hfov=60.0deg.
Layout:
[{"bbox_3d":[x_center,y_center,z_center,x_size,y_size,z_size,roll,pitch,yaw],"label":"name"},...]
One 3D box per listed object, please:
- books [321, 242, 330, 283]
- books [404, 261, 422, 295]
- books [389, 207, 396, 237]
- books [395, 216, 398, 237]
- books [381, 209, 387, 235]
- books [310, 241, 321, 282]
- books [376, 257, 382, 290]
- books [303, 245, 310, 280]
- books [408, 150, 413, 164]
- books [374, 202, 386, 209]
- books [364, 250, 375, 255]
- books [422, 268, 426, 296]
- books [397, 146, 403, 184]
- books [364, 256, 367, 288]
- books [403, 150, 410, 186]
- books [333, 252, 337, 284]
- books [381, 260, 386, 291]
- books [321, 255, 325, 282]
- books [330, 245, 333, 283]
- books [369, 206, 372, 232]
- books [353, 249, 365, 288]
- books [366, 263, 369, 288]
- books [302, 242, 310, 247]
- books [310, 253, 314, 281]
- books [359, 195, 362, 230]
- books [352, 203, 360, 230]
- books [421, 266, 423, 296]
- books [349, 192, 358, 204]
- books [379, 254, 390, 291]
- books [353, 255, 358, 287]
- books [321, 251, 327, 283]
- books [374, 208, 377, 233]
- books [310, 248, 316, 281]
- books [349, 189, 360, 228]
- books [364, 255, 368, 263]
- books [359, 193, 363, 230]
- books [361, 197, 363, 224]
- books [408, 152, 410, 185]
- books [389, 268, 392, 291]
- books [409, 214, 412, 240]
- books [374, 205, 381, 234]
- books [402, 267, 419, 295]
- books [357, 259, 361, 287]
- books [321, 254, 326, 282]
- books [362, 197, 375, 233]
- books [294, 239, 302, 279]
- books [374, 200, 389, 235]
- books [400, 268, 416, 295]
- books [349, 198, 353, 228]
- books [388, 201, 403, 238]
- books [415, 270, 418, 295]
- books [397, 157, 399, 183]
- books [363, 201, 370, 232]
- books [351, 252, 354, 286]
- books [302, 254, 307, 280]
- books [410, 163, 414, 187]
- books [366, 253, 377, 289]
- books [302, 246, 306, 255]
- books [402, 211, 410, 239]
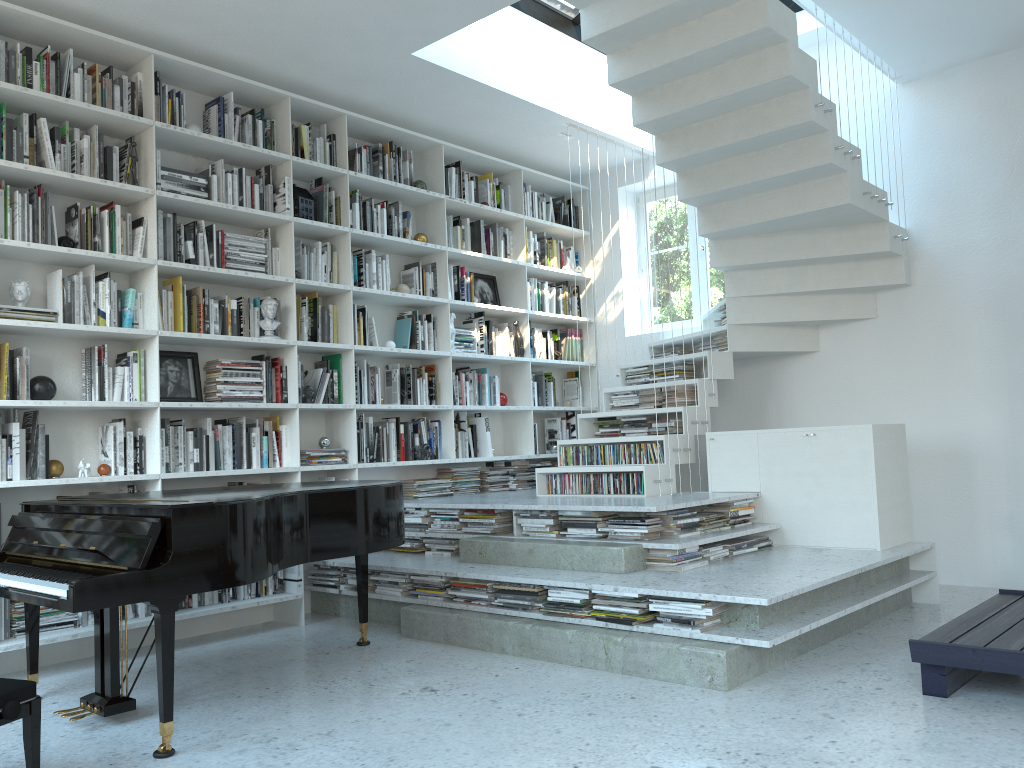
[{"bbox_3d":[-1.206,-0.739,5.605,0.154,0.293,0.028,-6,-5,42],"label":"books"},{"bbox_3d":[-0.686,-0.707,6.173,0.164,0.267,0.015,-6,-5,42],"label":"books"},{"bbox_3d":[-0.861,-1.064,6.012,0.186,0.237,0.030,-6,-5,42],"label":"books"},{"bbox_3d":[-0.844,-1.035,6.035,0.176,0.181,0.027,-6,-5,42],"label":"books"},{"bbox_3d":[-0.907,-1.053,5.945,0.181,0.209,0.021,-6,-5,42],"label":"books"},{"bbox_3d":[-1.250,-0.734,5.520,0.187,0.275,0.028,-6,-5,42],"label":"books"},{"bbox_3d":[-0.935,-0.706,5.891,0.183,0.244,0.025,-6,-5,42],"label":"books"},{"bbox_3d":[-1.308,-0.721,5.494,0.164,0.250,0.028,-6,-5,42],"label":"books"},{"bbox_3d":[-0.748,-1.459,6.183,0.163,0.306,0.006,-6,-5,42],"label":"books"},{"bbox_3d":[-0.901,-1.078,5.978,0.156,0.264,0.012,-6,-5,42],"label":"books"},{"bbox_3d":[-0.964,-0.730,5.884,0.159,0.295,0.027,-6,-5,42],"label":"books"},{"bbox_3d":[-0.666,-0.685,6.212,0.160,0.228,0.016,-6,-5,42],"label":"books"},{"bbox_3d":[-0.818,-1.462,6.105,0.183,0.306,0.008,-6,-5,42],"label":"books"},{"bbox_3d":[-1.012,-0.705,5.804,0.164,0.237,0.022,-6,-5,42],"label":"books"},{"bbox_3d":[-0.781,-1.455,6.147,0.188,0.296,0.013,-6,-5,42],"label":"books"},{"bbox_3d":[-1.170,-0.708,5.614,0.177,0.229,0.028,-6,-5,42],"label":"books"},{"bbox_3d":[-0.908,-0.698,5.930,0.183,0.232,0.021,-6,-5,42],"label":"books"},{"bbox_3d":[-1.235,-0.693,5.553,0.185,0.196,0.027,-6,-5,42],"label":"books"},{"bbox_3d":[-1.194,-0.731,5.614,0.173,0.277,0.025,-6,-5,42],"label":"books"},{"bbox_3d":[-0.987,-1.060,5.904,0.142,0.223,0.028,-6,-5,42],"label":"books"},{"bbox_3d":[-1.020,-0.728,5.787,0.177,0.280,0.014,-6,-5,42],"label":"books"},{"bbox_3d":[-1.002,-0.682,5.825,0.171,0.194,0.025,-6,-5,42],"label":"books"},{"bbox_3d":[-1.299,-0.734,5.506,0.146,0.275,0.019,-6,-5,42],"label":"books"},{"bbox_3d":[-1.290,-0.699,5.512,0.171,0.207,0.023,-6,-5,42],"label":"books"},{"bbox_3d":[-1.042,-1.086,5.815,0.166,0.268,0.010,-6,-5,42],"label":"books"},{"bbox_3d":[-1.062,-1.058,5.774,0.181,0.207,0.026,-6,-5,42],"label":"books"},{"bbox_3d":[-0.684,-0.694,6.191,0.151,0.243,0.016,-6,-5,42],"label":"books"},{"bbox_3d":[-1.063,-1.094,5.802,0.173,0.283,0.011,-6,-5,42],"label":"books"},{"bbox_3d":[-0.885,-0.718,5.941,0.169,0.272,0.024,-6,-5,42],"label":"books"},{"bbox_3d":[-1.059,-0.705,5.768,0.157,0.236,0.013,-6,-5,42],"label":"books"},{"bbox_3d":[-1.215,-0.710,5.589,0.149,0.233,0.024,-6,-5,42],"label":"books"},{"bbox_3d":[-0.957,-1.055,5.929,0.144,0.216,0.025,-6,-5,42],"label":"books"},{"bbox_3d":[-1.276,-0.714,5.520,0.178,0.236,0.023,-6,-5,42],"label":"books"},{"bbox_3d":[-1.051,-1.106,5.808,0.152,0.306,0.014,-6,-5,42],"label":"books"},{"bbox_3d":[-0.995,-0.713,5.845,0.131,0.256,0.011,-6,-5,42],"label":"books"},{"bbox_3d":[-1.037,-1.098,5.845,0.138,0.296,0.021,-6,-5,42],"label":"books"},{"bbox_3d":[-1.030,-1.088,5.861,0.133,0.276,0.012,-6,-5,42],"label":"books"},{"bbox_3d":[-0.769,-1.447,6.150,0.180,0.278,0.008,-6,-5,42],"label":"books"},{"bbox_3d":[-0.876,-0.705,5.984,0.161,0.254,0.034,-6,-5,42],"label":"books"},{"bbox_3d":[-0.762,-1.049,6.126,0.182,0.216,0.048,-6,-5,42],"label":"books"},{"bbox_3d":[-0.933,-1.066,5.940,0.149,0.236,0.023,-6,-5,42],"label":"books"},{"bbox_3d":[-0.703,-0.689,6.170,0.154,0.232,0.012,-6,-5,42],"label":"books"},{"bbox_3d":[-1.047,-0.694,5.783,0.161,0.215,0.026,-6,-5,42],"label":"books"},{"bbox_3d":[-1.222,-0.700,5.569,0.158,0.211,0.029,-6,-5,42],"label":"books"},{"bbox_3d":[-0.972,-1.090,5.919,0.154,0.284,0.013,-6,-5,42],"label":"books"},{"bbox_3d":[-1.346,-0.740,5.462,0.159,0.285,0.018,-6,-5,42],"label":"books"},{"bbox_3d":[-0.890,-1.087,6.010,0.159,0.285,0.012,-6,-5,42],"label":"books"},{"bbox_3d":[-0.720,-0.683,6.159,0.140,0.220,0.015,-6,-5,42],"label":"books"},{"bbox_3d":[-1.093,-1.075,5.768,0.148,0.243,0.026,-6,-5,42],"label":"books"},{"bbox_3d":[-0.818,-1.087,6.050,0.183,0.285,0.029,-6,-5,42],"label":"books"},{"bbox_3d":[-0.710,-0.675,6.164,0.154,0.205,0.005,-6,-5,42],"label":"books"},{"bbox_3d":[-0.834,-1.435,6.097,0.150,0.252,0.024,-6,-5,42],"label":"books"},{"bbox_3d":[-0.999,-1.071,5.859,0.160,0.241,0.027,-6,-5,42],"label":"books"},{"bbox_3d":[-1.085,-0.713,5.727,0.176,0.247,0.014,-6,-5,42],"label":"books"},{"bbox_3d":[-1.319,-0.691,5.454,0.181,0.185,0.028,-6,-5,42],"label":"books"},{"bbox_3d":[-0.752,-1.411,6.172,0.188,0.208,0.014,-6,-5,42],"label":"books"},{"bbox_3d":[-0.964,-0.717,5.844,0.182,0.263,0.030,-6,-5,42],"label":"books"},{"bbox_3d":[-1.323,-0.718,5.484,0.159,0.242,0.024,-6,-5,42],"label":"books"},{"bbox_3d":[-0.771,-1.060,6.104,0.171,0.235,0.054,-6,-5,42],"label":"books"}]
